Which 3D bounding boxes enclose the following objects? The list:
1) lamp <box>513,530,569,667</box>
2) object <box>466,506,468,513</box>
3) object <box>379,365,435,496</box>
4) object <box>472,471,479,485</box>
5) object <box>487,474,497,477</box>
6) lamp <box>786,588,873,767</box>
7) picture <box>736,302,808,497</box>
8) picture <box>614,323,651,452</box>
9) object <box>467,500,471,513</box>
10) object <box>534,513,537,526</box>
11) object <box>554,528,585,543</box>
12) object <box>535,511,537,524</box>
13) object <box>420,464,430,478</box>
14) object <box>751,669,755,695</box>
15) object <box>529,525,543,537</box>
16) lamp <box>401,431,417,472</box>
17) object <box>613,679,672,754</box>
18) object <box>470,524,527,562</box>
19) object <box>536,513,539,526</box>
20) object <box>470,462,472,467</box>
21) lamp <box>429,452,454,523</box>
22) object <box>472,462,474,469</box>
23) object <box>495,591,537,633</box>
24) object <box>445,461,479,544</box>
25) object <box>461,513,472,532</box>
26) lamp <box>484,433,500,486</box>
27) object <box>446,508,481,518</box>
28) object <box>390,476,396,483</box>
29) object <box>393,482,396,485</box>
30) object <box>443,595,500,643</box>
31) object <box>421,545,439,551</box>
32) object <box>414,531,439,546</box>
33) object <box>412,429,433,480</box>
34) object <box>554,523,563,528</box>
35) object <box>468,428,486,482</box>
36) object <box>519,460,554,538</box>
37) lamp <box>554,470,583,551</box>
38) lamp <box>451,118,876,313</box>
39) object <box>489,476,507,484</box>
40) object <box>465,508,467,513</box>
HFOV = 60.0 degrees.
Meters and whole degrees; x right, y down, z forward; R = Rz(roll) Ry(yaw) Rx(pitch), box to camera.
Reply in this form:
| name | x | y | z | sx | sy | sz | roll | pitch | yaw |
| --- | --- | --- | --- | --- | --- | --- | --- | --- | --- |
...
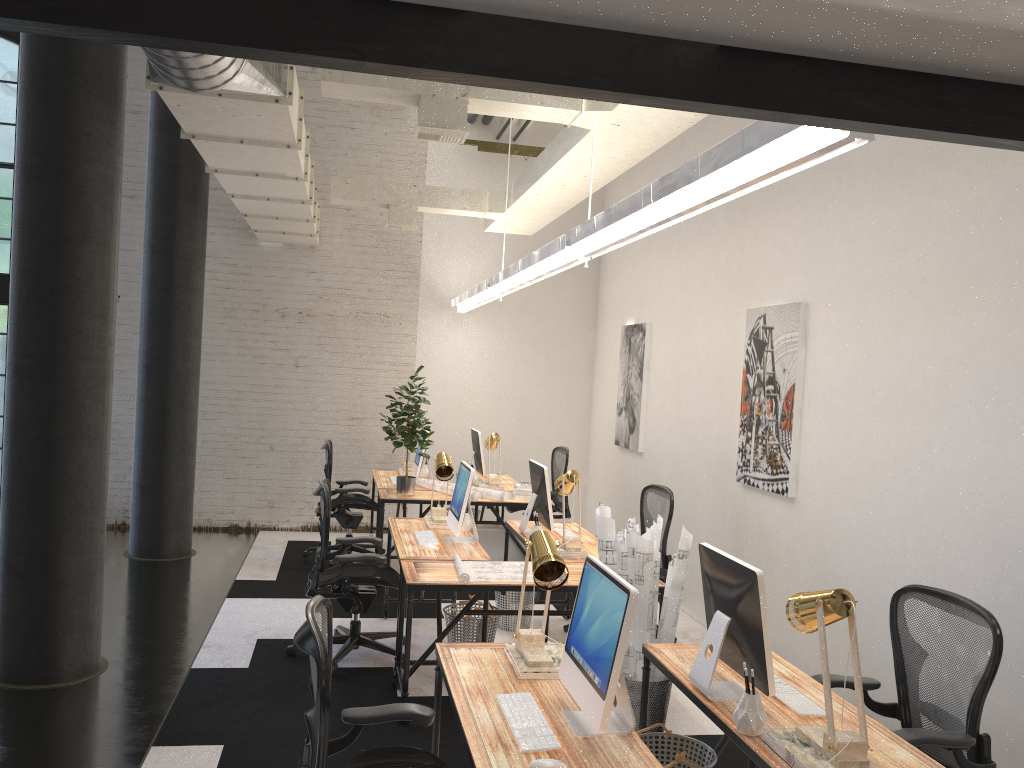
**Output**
| name | x | y | z | sx | sy | sz | roll | pitch | yaw |
| --- | --- | --- | --- | --- | --- | --- | --- | --- | --- |
| lamp | 0.102 | 0.771 | 3.223 | 0.126 | 0.470 | 0.344 | 3 | 1 | -11 |
| object | -0.305 | 0.881 | 5.915 | 0.008 | 0.207 | 0.054 | 2 | 2 | -28 |
| object | -0.867 | 0.376 | 7.308 | 0.439 | 1.078 | 0.513 | 3 | 2 | -20 |
| object | -0.361 | 0.870 | 8.227 | 0.101 | 0.127 | 0.101 | 4 | 2 | 34 |
| object | -0.199 | 0.918 | 8.912 | 0.106 | 0.029 | 0.059 | 3 | 1 | -10 |
| lamp | 0.931 | 0.827 | 2.620 | 0.128 | 0.470 | 0.344 | 3 | 1 | -11 |
| picture | 1.664 | 0.089 | 5.727 | 0.049 | 1.183 | 0.731 | 3 | 1 | -11 |
| picture | 1.145 | 0.025 | 8.461 | 0.049 | 1.183 | 0.731 | 3 | 1 | -11 |
| object | -0.305 | 0.882 | 5.939 | 0.054 | 0.207 | 0.008 | 3 | 2 | -24 |
| object | 0.154 | 0.913 | 5.586 | 0.054 | 0.207 | 0.008 | 3 | 2 | -24 |
| object | 0.377 | 1.016 | 5.960 | 0.118 | 0.018 | 0.438 | 3 | 1 | -11 |
| object | 0.154 | 0.911 | 5.610 | 0.008 | 0.207 | 0.054 | 2 | 2 | -28 |
| object | -0.838 | 0.838 | 8.557 | 0.101 | 0.127 | 0.101 | 4 | 2 | 34 |
| object | 0.750 | 0.982 | 2.748 | 0.008 | 0.207 | 0.054 | 5 | 2 | 44 |
| object | 0.161 | 0.954 | 5.599 | 0.101 | 0.127 | 0.101 | 4 | 2 | 34 |
| lamp | -1.003 | 0.618 | 8.687 | 0.126 | 0.470 | 0.344 | 3 | 1 | -11 |
| object | 0.603 | 1.597 | 4.350 | 0.353 | 0.398 | 0.353 | 4 | 1 | 34 |
| object | -0.127 | 1.455 | 7.665 | 0.544 | 0.455 | 0.221 | 3 | 1 | -11 |
| object | 0.167 | 0.913 | 5.584 | 0.008 | 0.207 | 0.054 | 5 | 2 | 44 |
| object | -0.367 | 0.828 | 8.214 | 0.054 | 0.207 | 0.008 | 3 | 2 | -24 |
| lamp | -0.480 | 0.703 | 6.059 | 0.128 | 0.470 | 0.344 | 3 | 1 | -11 |
| object | -0.355 | 0.828 | 8.212 | 0.008 | 0.207 | 0.054 | 5 | 2 | 44 |
| object | 0.023 | 1.510 | 6.272 | 0.353 | 0.435 | 0.358 | 3 | 1 | -14 |
| object | -0.302 | 0.748 | 5.580 | 0.190 | 0.485 | 0.483 | 3 | 1 | -11 |
| object | -0.317 | 0.923 | 5.929 | 0.101 | 0.127 | 0.101 | 4 | 2 | 34 |
| lamp | -0.173 | 0.674 | 8.085 | 0.126 | 0.470 | 0.344 | 3 | 1 | -11 |
| object | -0.499 | 1.425 | 8.900 | 0.353 | 0.435 | 0.358 | 3 | 1 | -14 |
| object | -1.061 | 0.883 | 8.199 | 0.118 | 0.018 | 0.438 | 3 | 1 | -11 |
| object | -1.006 | 0.884 | 7.875 | 0.106 | 0.029 | 0.059 | 3 | 1 | -10 |
| object | -0.245 | 1.506 | 5.287 | 0.353 | 0.435 | 0.358 | 3 | 1 | -14 |
| object | -0.484 | 0.968 | 5.247 | 0.106 | 0.029 | 0.059 | 3 | 1 | -10 |
| object | -0.539 | 0.968 | 5.570 | 0.118 | 0.018 | 0.438 | 3 | 1 | -11 |
| object | -0.824 | 0.663 | 8.209 | 0.190 | 0.485 | 0.483 | 3 | 1 | -11 |
| object | 0.323 | 1.002 | 6.283 | 0.106 | 0.029 | 0.059 | 3 | 1 | -10 |
| object | -0.355 | 0.686 | 8.565 | 0.190 | 0.485 | 0.483 | 3 | 1 | -11 |
| object | 0.167 | 0.771 | 5.937 | 0.190 | 0.485 | 0.483 | 3 | 1 | -11 |
| lamp | 0.348 | 0.758 | 5.457 | 0.128 | 0.470 | 0.344 | 3 | 1 | -11 |
| lamp | 0.225 | -2.042 | 5.637 | 0.226 | 2.865 | 7.298 | 3 | 1 | -11 |
| object | -0.145 | 0.932 | 8.588 | 0.118 | 0.018 | 0.438 | 3 | 1 | -11 |
| object | -0.318 | 0.880 | 5.941 | 0.008 | 0.207 | 0.054 | 5 | 2 | 44 |
